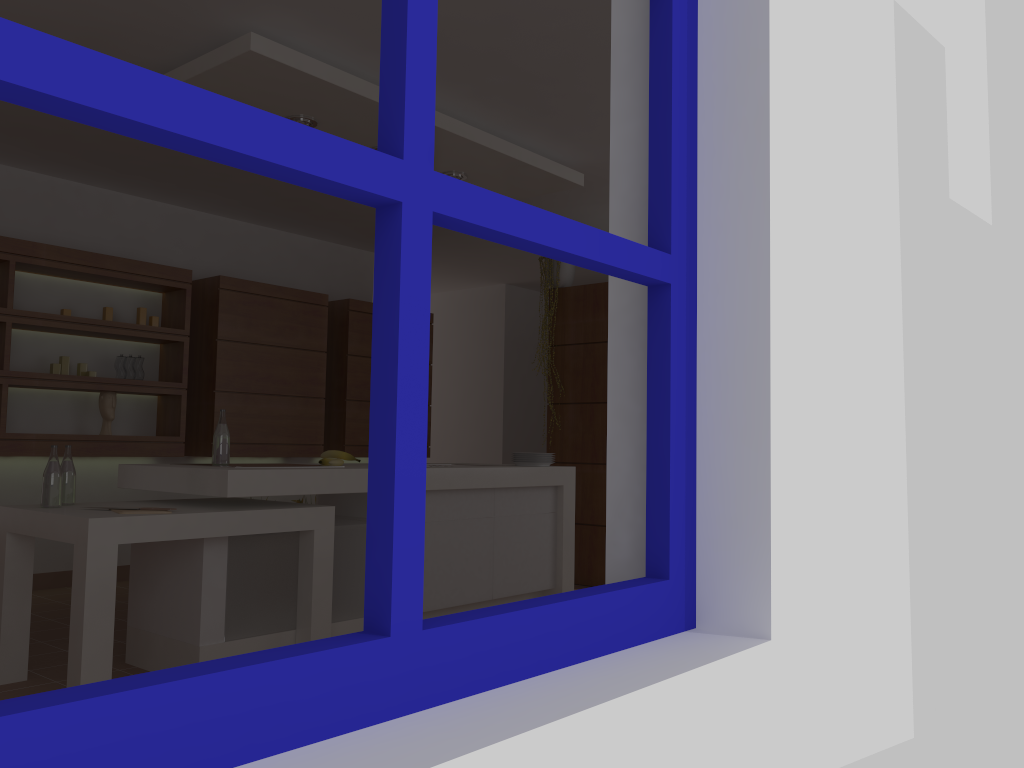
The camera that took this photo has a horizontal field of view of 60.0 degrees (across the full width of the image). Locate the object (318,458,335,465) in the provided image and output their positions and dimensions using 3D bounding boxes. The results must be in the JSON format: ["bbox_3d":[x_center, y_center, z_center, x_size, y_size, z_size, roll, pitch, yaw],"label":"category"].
[{"bbox_3d":[-0.868,0.366,4.175,0.060,0.033,0.207,0,-4,20],"label":"object"}]

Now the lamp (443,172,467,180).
[{"bbox_3d":[-0.313,-1.143,4.800,0.143,0.059,0.143,3,-4,-22],"label":"lamp"}]

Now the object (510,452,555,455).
[{"bbox_3d":[0.113,0.385,4.832,0.228,0.020,0.228,-1,-4,22],"label":"object"}]

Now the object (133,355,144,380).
[{"bbox_3d":[-2.340,-0.098,5.557,0.065,0.165,0.054,4,-5,-34],"label":"object"}]

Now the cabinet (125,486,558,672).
[{"bbox_3d":[-0.696,0.840,4.224,0.737,0.700,2.048,-2,-5,40],"label":"cabinet"}]

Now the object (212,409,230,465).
[{"bbox_3d":[-1.204,0.221,3.678,0.071,0.230,0.071,-1,-4,21],"label":"object"}]

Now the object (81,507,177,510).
[{"bbox_3d":[-1.393,0.448,3.198,0.375,0.008,0.041,1,-4,7],"label":"object"}]

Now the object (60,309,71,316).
[{"bbox_3d":[-2.583,-0.415,5.133,0.044,0.049,0.044,-2,-5,40],"label":"object"}]

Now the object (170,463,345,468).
[{"bbox_3d":[-1.099,0.353,3.849,0.493,0.006,0.551,-2,-5,40],"label":"object"}]

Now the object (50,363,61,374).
[{"bbox_3d":[-2.667,-0.083,5.177,0.044,0.070,0.044,-2,-5,40],"label":"object"}]

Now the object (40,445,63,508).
[{"bbox_3d":[-1.704,0.343,3.289,0.071,0.230,0.071,-1,-4,21],"label":"object"}]

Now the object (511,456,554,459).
[{"bbox_3d":[0.113,0.405,4.830,0.228,0.020,0.228,-1,-4,22],"label":"object"}]

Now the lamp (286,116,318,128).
[{"bbox_3d":[-0.954,-1.209,4.030,0.143,0.059,0.143,-1,-4,23],"label":"lamp"}]

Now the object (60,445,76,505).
[{"bbox_3d":[-1.724,0.353,3.433,0.071,0.230,0.071,-1,-4,21],"label":"object"}]

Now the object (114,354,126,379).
[{"bbox_3d":[-2.427,-0.104,5.497,0.065,0.165,0.054,4,-5,-34],"label":"object"}]

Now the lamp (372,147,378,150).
[{"bbox_3d":[-0.632,-1.176,4.418,0.143,0.059,0.143,3,-4,-22],"label":"lamp"}]

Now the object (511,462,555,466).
[{"bbox_3d":[0.113,0.436,4.828,0.228,0.020,0.228,-1,-4,22],"label":"object"}]

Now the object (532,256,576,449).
[{"bbox_3d":[0.286,-0.222,6.147,0.297,1.344,0.279,1,-4,-1],"label":"object"}]

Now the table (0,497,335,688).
[{"bbox_3d":[-1.334,0.801,3.458,0.737,0.647,1.003,-2,-5,40],"label":"table"}]

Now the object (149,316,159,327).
[{"bbox_3d":[-2.252,-0.389,5.575,0.044,0.070,0.044,-2,-5,40],"label":"object"}]

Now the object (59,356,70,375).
[{"bbox_3d":[-2.652,-0.103,5.250,0.044,0.120,0.044,-2,-5,40],"label":"object"}]

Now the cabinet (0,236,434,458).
[{"bbox_3d":[-2.461,-0.134,5.789,0.754,1.200,4.718,-2,-5,40],"label":"cabinet"}]

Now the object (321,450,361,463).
[{"bbox_3d":[-0.804,0.335,4.121,0.207,0.055,0.047,0,-4,17],"label":"object"}]

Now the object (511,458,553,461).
[{"bbox_3d":[0.113,0.416,4.830,0.228,0.020,0.228,-1,-4,22],"label":"object"}]

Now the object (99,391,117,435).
[{"bbox_3d":[-2.471,0.170,5.413,0.100,0.284,0.100,2,-4,-20],"label":"object"}]

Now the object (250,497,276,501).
[{"bbox_3d":[-1.789,1.043,6.269,0.296,0.546,0.087,4,-5,-34],"label":"object"}]

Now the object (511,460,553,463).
[{"bbox_3d":[0.113,0.426,4.829,0.228,0.020,0.228,-1,-4,22],"label":"object"}]

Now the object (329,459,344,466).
[{"bbox_3d":[-0.804,0.361,4.089,0.060,0.033,0.207,1,-4,-5],"label":"object"}]

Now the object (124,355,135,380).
[{"bbox_3d":[-2.384,-0.101,5.527,0.065,0.165,0.054,4,-5,-34],"label":"object"}]

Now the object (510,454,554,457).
[{"bbox_3d":[0.113,0.395,4.831,0.228,0.020,0.228,-1,-4,22],"label":"object"}]

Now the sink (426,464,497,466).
[{"bbox_3d":[-0.388,0.418,4.626,0.404,0.368,0.668,-2,-5,40],"label":"sink"}]

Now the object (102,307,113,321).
[{"bbox_3d":[-2.443,-0.422,5.358,0.044,0.099,0.044,-2,-5,40],"label":"object"}]

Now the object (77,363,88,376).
[{"bbox_3d":[-2.596,-0.079,5.356,0.044,0.090,0.044,-2,-5,40],"label":"object"}]

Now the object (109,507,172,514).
[{"bbox_3d":[-1.338,0.455,3.186,0.168,0.006,0.266,4,-5,-33],"label":"object"}]

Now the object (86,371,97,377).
[{"bbox_3d":[-2.527,-0.055,5.328,0.044,0.040,0.044,-2,-5,40],"label":"object"}]

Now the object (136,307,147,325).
[{"bbox_3d":[-2.319,-0.417,5.550,0.044,0.120,0.044,-2,-5,40],"label":"object"}]

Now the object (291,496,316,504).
[{"bbox_3d":[-1.506,1.072,6.611,0.087,0.546,0.296,-2,-5,40],"label":"object"}]

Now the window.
[{"bbox_3d":[-0.345,-0.508,0.355,0.035,1.430,1.699,-2,-5,40],"label":"window"}]

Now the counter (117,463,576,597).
[{"bbox_3d":[-0.662,0.794,4.274,0.821,0.800,2.156,-2,-5,40],"label":"counter"}]
